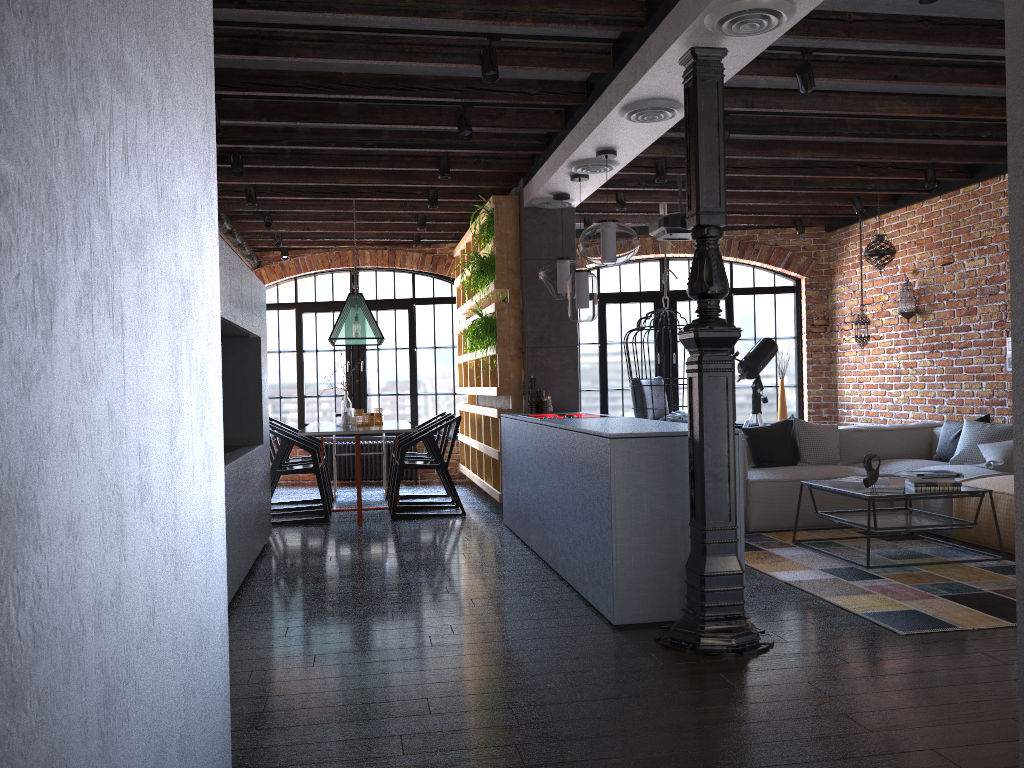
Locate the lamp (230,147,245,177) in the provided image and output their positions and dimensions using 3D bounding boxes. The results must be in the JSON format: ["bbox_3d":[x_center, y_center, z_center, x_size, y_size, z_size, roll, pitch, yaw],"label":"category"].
[{"bbox_3d":[-1.849,-1.497,5.978,0.093,0.210,0.148,-1,0,-23],"label":"lamp"}]

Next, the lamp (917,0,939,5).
[{"bbox_3d":[1.640,-1.592,3.454,0.116,0.184,0.082,-1,0,41],"label":"lamp"}]

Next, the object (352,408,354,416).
[{"bbox_3d":[-1.443,0.253,7.944,0.060,0.073,0.060,-1,0,-33],"label":"object"}]

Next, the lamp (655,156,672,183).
[{"bbox_3d":[1.111,-1.578,6.510,0.119,0.184,0.082,-1,0,-14],"label":"lamp"}]

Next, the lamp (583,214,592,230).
[{"bbox_3d":[0.751,-1.569,8.571,0.121,0.184,0.082,-1,0,-17],"label":"lamp"}]

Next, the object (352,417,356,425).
[{"bbox_3d":[-1.390,0.325,7.755,0.060,0.073,0.060,-1,0,21],"label":"object"}]

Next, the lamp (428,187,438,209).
[{"bbox_3d":[-0.638,-1.537,7.253,0.082,0.184,0.113,-2,0,-43],"label":"lamp"}]

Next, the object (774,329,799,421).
[{"bbox_3d":[2.901,-0.044,9.356,0.270,1.054,0.299,-1,0,11],"label":"object"}]

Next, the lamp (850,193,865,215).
[{"bbox_3d":[3.076,-1.611,7.890,0.090,0.208,0.134,-2,0,-42],"label":"lamp"}]

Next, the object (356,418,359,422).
[{"bbox_3d":[-1.378,0.325,7.819,0.060,0.073,0.060,-1,0,21],"label":"object"}]

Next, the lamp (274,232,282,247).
[{"bbox_3d":[-2.371,-1.485,9.000,0.093,0.206,0.160,-1,0,-13],"label":"lamp"}]

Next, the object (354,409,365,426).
[{"bbox_3d":[-1.316,0.290,7.647,0.086,0.140,0.086,-2,0,-37],"label":"object"}]

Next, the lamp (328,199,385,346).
[{"bbox_3d":[-1.394,-0.998,7.872,0.465,1.267,1.258,-1,0,-10],"label":"lamp"}]

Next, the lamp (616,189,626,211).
[{"bbox_3d":[0.934,-1.571,7.524,0.116,0.188,0.083,-1,0,43],"label":"lamp"}]

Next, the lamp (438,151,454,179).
[{"bbox_3d":[-0.464,-1.542,6.230,0.116,0.184,0.082,-1,0,41],"label":"lamp"}]

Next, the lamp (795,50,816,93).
[{"bbox_3d":[1.488,-1.585,4.499,0.083,0.190,0.161,-1,0,26],"label":"lamp"}]

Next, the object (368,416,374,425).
[{"bbox_3d":[-1.225,0.318,7.696,0.049,0.080,0.049,-1,0,-26],"label":"object"}]

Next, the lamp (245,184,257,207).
[{"bbox_3d":[-2.045,-1.502,6.994,0.123,0.189,0.083,-1,0,24],"label":"lamp"}]

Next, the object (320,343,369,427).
[{"bbox_3d":[-1.385,0.006,7.468,0.443,0.708,0.194,-1,0,5],"label":"object"}]

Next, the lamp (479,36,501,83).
[{"bbox_3d":[-0.109,-1.541,4.224,0.091,0.203,0.119,-1,0,-30],"label":"lamp"}]

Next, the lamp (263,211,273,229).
[{"bbox_3d":[-2.200,-1.492,8.022,0.093,0.201,0.162,-1,0,-17],"label":"lamp"}]

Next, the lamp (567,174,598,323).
[{"bbox_3d":[0.453,-0.881,5.792,0.195,0.955,0.197,-1,0,20],"label":"lamp"}]

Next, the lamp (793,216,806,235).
[{"bbox_3d":[2.898,-1.606,8.936,0.093,0.208,0.134,-2,0,-34],"label":"lamp"}]

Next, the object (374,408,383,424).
[{"bbox_3d":[-1.194,0.287,7.924,0.086,0.140,0.086,-1,0,-20],"label":"object"}]

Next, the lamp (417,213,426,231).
[{"bbox_3d":[-0.826,-1.532,8.289,0.124,0.184,0.082,-1,0,-26],"label":"lamp"}]

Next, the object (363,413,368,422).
[{"bbox_3d":[-1.298,0.310,7.882,0.061,0.099,0.061,-1,0,-3],"label":"object"}]

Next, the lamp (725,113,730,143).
[{"bbox_3d":[1.300,-1.574,5.471,0.092,0.201,0.162,-1,0,7],"label":"lamp"}]

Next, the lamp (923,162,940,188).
[{"bbox_3d":[3.251,-1.622,6.881,0.085,0.194,0.113,-2,0,-39],"label":"lamp"}]

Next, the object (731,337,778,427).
[{"bbox_3d":[2.318,0.278,8.662,0.570,1.471,0.616,-1,0,16],"label":"object"}]

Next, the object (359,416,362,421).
[{"bbox_3d":[-1.375,0.325,7.983,0.060,0.073,0.060,-1,0,42],"label":"object"}]

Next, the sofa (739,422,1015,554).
[{"bbox_3d":[2.675,0.678,5.708,2.536,0.697,3.300,-1,0,-10],"label":"sofa"}]

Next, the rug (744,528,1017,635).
[{"bbox_3d":[2.082,1.011,4.906,1.432,0.013,2.364,-1,0,-10],"label":"rug"}]

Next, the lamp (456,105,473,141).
[{"bbox_3d":[-0.274,-1.534,5.223,0.093,0.210,0.145,-1,0,-18],"label":"lamp"}]

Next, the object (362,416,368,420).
[{"bbox_3d":[-1.330,0.323,8.057,0.060,0.073,0.060,-1,0,21],"label":"object"}]

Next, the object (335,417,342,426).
[{"bbox_3d":[-1.514,0.328,7.746,0.060,0.073,0.060,-1,0,21],"label":"object"}]

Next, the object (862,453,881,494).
[{"bbox_3d":[2.008,0.499,4.947,0.099,0.223,0.093,-1,0,30],"label":"object"}]

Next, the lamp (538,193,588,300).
[{"bbox_3d":[0.364,-0.982,6.369,0.367,0.747,0.367,-1,0,44],"label":"lamp"}]

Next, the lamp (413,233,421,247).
[{"bbox_3d":[-0.988,-1.528,9.270,0.082,0.184,0.112,-2,0,-41],"label":"lamp"}]

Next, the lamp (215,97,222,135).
[{"bbox_3d":[-1.678,-1.502,4.983,0.092,0.209,0.140,-1,0,-25],"label":"lamp"}]

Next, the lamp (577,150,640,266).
[{"bbox_3d":[0.563,-1.029,5.217,0.364,0.665,0.364,-1,0,-27],"label":"lamp"}]

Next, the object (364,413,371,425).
[{"bbox_3d":[-1.274,0.309,7.801,0.061,0.099,0.061,-1,0,28],"label":"object"}]
